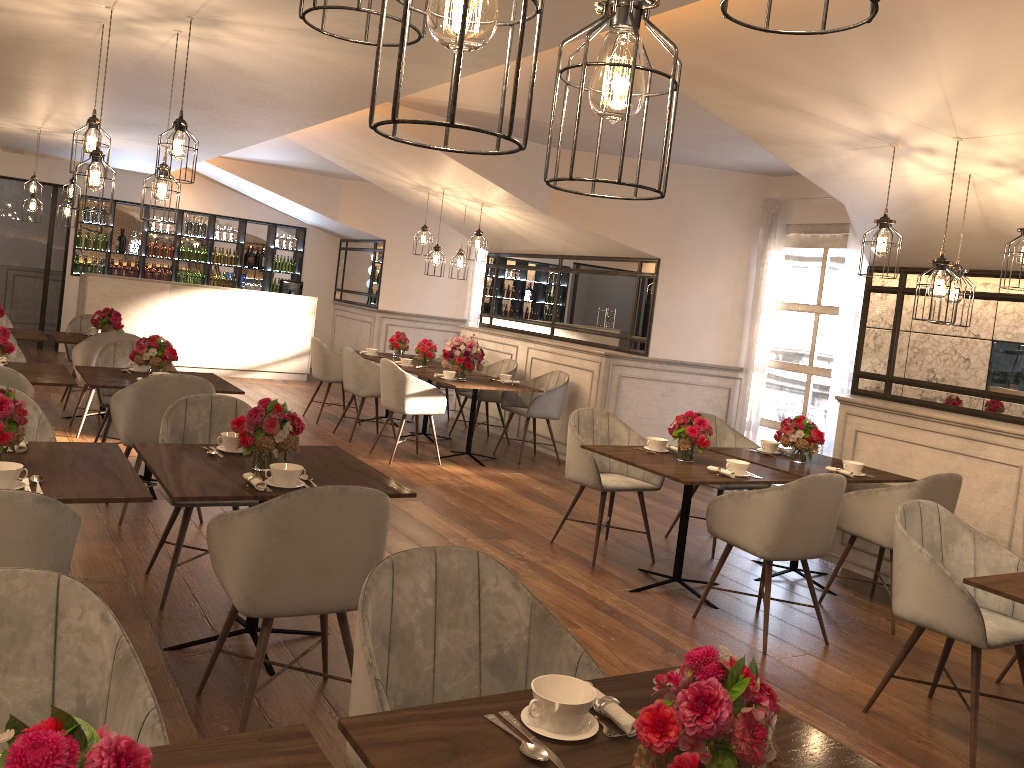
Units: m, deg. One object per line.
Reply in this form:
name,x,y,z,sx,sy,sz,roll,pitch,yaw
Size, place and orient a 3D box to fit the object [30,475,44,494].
object,-1.543,0.326,2.873,0.043,0.015,0.198,4,6,-28

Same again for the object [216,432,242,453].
object,-1.182,0.252,3.779,0.149,0.072,0.148,10,6,36

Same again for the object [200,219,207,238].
object,-4.661,-2.365,13.394,0.075,0.309,0.075,6,3,-21

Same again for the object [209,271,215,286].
object,-4.590,-1.608,13.559,0.066,0.261,0.065,9,3,37

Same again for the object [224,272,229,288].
object,-4.402,-1.597,13.674,0.066,0.261,0.065,9,3,37

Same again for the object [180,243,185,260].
object,-4.942,-1.991,13.302,0.066,0.261,0.065,9,3,37

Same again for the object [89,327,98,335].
object,-3.791,-0.479,8.103,0.148,0.072,0.149,6,5,-9

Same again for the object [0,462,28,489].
object,-1.619,0.294,2.800,0.149,0.072,0.148,10,6,36

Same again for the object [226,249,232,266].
object,-4.359,-1.956,13.660,0.066,0.261,0.065,9,3,37

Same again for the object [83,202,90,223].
object,-6.025,-2.447,12.556,0.075,0.309,0.075,7,2,-6

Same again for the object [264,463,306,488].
object,-0.839,0.341,3.279,0.149,0.072,0.148,10,6,36

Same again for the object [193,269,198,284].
object,-4.797,-1.621,13.431,0.066,0.261,0.065,9,3,37

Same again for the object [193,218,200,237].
object,-4.750,-2.370,13.339,0.075,0.309,0.075,6,3,-21

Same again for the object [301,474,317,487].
object,-0.756,0.373,3.356,0.043,0.015,0.198,3,7,-35

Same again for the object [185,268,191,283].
object,-4.891,-1.626,13.374,0.066,0.261,0.065,9,3,37

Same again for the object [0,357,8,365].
object,-3.192,-0.143,5.554,0.056,0.039,0.176,4,6,-32

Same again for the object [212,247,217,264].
object,-4.547,-1.967,13.545,0.066,0.261,0.065,9,3,37

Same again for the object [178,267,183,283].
object,-4.985,-1.632,13.316,0.066,0.261,0.065,9,3,37

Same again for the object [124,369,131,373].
object,-2.563,-0.085,5.912,0.022,0.004,0.212,4,6,-32

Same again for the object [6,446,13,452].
object,-1.893,0.234,3.335,0.025,0.024,0.193,4,6,-32

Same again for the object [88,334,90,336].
object,-3.848,-0.445,8.041,0.022,0.004,0.212,4,6,-32

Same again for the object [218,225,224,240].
object,-4.441,-2.314,13.534,0.070,0.235,0.041,5,3,-32

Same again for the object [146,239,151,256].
object,-5.352,-2.016,13.051,0.066,0.261,0.065,9,3,37

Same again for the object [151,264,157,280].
object,-5.301,-1.651,13.122,0.066,0.261,0.065,9,3,37

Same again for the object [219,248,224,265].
object,-4.453,-1.961,13.602,0.066,0.261,0.065,9,3,37

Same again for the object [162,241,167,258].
object,-5.164,-2.004,13.166,0.066,0.261,0.065,9,3,37

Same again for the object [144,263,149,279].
object,-5.395,-1.657,13.064,0.066,0.261,0.065,9,3,37

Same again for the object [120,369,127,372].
object,-2.596,-0.093,5.899,0.043,0.015,0.198,3,7,-35

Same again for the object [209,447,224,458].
object,-1.239,0.286,3.718,0.022,0.004,0.212,4,6,-32

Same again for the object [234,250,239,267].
object,-4.265,-1.950,13.718,0.066,0.261,0.065,9,3,37

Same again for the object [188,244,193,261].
object,-4.848,-1.986,13.360,0.066,0.263,0.065,9,3,37

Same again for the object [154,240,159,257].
object,-5.258,-2.010,13.108,0.066,0.261,0.065,9,3,37

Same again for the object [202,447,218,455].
object,-1.272,0.277,3.705,0.043,0.015,0.198,3,7,-35

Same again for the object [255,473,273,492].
object,-0.914,0.360,3.247,0.025,0.024,0.193,4,6,-32

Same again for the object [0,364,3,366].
object,-2.943,-0.076,4.994,0.148,0.072,0.148,8,5,11

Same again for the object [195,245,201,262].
object,-4.754,-1.981,13.418,0.066,0.263,0.065,9,3,37

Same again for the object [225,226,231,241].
object,-4.356,-2.309,13.586,0.070,0.235,0.041,5,3,-32

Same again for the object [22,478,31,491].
object,-1.570,0.329,2.865,0.022,0.004,0.212,4,6,-32

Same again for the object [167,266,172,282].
object,-5.113,-1.640,13.237,0.066,0.261,0.065,9,3,37

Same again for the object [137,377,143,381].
object,-2.261,-0.018,5.414,0.056,0.039,0.176,4,6,-32

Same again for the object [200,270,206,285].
object,-4.703,-1.615,13.489,0.066,0.261,0.065,9,3,37

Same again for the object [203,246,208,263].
object,-4.660,-1.975,13.475,0.066,0.263,0.065,9,3,37

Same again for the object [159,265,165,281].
object,-5.207,-1.645,13.180,0.066,0.261,0.065,9,3,37

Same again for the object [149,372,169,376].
object,-2.162,-0.029,5.473,0.148,0.072,0.148,8,5,11

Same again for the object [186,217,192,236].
object,-4.838,-2.376,13.285,0.075,0.309,0.075,7,2,1

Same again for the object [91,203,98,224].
object,-5.936,-2.442,12.611,0.075,0.309,0.075,7,2,12

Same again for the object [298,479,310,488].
object,-0.790,0.376,3.344,0.022,0.004,0.212,4,6,-32

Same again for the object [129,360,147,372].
object,-2.506,-0.119,5.973,0.148,0.072,0.148,8,5,11

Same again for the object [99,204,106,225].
object,-5.848,-2.436,12.665,0.075,0.309,0.075,7,2,15

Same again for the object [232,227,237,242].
object,-4.271,-2.303,13.639,0.070,0.235,0.041,5,3,-32

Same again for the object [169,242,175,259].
object,-5.070,-1.999,13.223,0.066,0.261,0.065,9,3,37

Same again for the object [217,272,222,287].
object,-4.496,-1.602,13.616,0.066,0.261,0.065,9,3,37
